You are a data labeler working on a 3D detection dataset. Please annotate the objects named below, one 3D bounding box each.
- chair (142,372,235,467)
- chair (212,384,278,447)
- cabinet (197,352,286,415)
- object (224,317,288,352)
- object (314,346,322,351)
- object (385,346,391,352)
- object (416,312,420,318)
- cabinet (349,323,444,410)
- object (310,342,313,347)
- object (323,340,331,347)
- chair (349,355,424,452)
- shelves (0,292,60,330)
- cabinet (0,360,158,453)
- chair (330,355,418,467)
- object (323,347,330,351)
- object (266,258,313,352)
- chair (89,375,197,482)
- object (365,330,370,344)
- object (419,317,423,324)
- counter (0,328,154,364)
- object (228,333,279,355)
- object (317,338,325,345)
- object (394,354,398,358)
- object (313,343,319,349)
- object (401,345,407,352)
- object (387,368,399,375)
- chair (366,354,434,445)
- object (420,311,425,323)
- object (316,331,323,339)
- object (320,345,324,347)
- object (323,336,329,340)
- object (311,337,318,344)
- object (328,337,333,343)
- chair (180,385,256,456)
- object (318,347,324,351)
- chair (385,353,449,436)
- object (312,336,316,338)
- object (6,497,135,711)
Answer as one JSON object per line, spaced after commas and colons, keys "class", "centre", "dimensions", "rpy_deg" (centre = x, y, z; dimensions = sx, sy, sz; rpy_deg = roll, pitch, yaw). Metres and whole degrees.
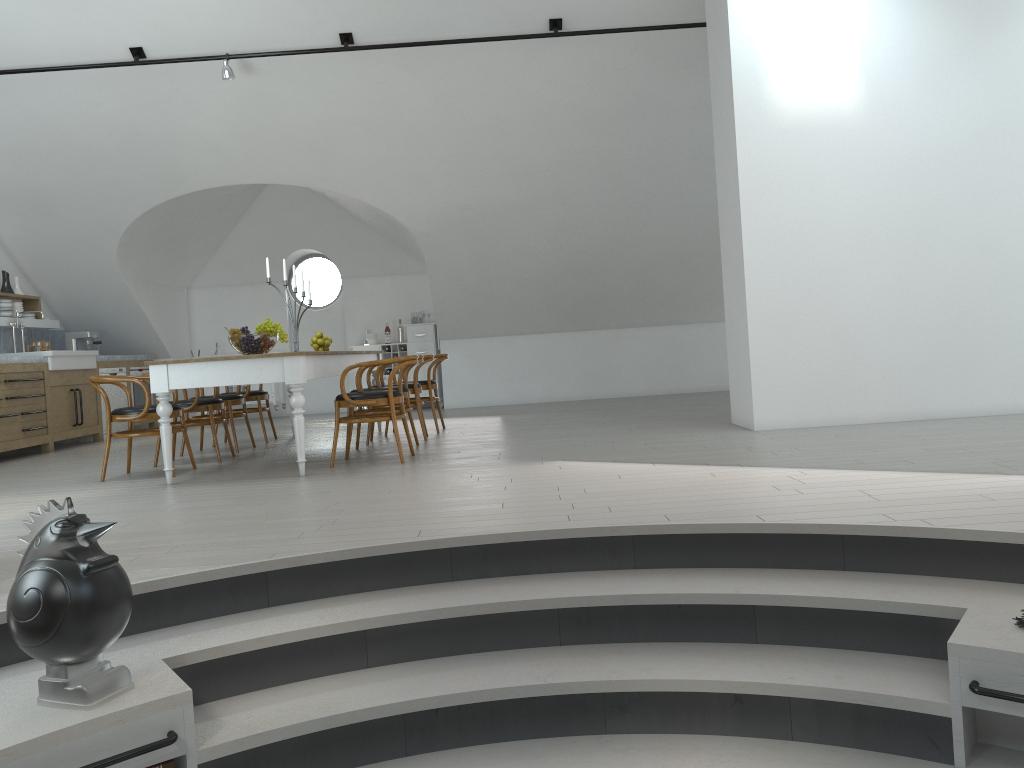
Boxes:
{"class": "chair", "centre": [-2.583, 0.256, 7.030], "dimensions": [0.621, 0.735, 0.527], "rpy_deg": [-4, 1, -3]}
{"class": "chair", "centre": [-2.624, 0.204, 8.482], "dimensions": [0.621, 0.735, 0.527], "rpy_deg": [-4, 1, -3]}
{"class": "cabinet", "centre": [-3.690, -0.008, 12.012], "dimensions": [1.134, 0.789, 0.497], "rpy_deg": [-4, 1, 0]}
{"class": "object", "centre": [-1.864, -0.345, 6.465], "dimensions": [0.394, 0.284, 0.292], "rpy_deg": [-5, 2, -35]}
{"class": "object", "centre": [-1.824, -0.331, 8.339], "dimensions": [0.080, 0.074, 0.078], "rpy_deg": [-5, 2, -45]}
{"class": "object", "centre": [-1.682, -0.477, 12.129], "dimensions": [0.092, 0.094, 0.359], "rpy_deg": [-4, 2, 1]}
{"class": "object", "centre": [-1.298, -0.906, 12.260], "dimensions": [0.054, 0.179, 0.054], "rpy_deg": [-4, 1, -5]}
{"class": "cabinet", "centre": [-1.570, -0.221, 12.186], "dimensions": [1.242, 1.153, 0.610], "rpy_deg": [-4, 1, 0]}
{"class": "object", "centre": [-1.867, -0.379, 8.340], "dimensions": [0.062, 0.059, 0.062], "rpy_deg": [-4, 1, 5]}
{"class": "object", "centre": [-1.731, -0.378, 8.293], "dimensions": [0.071, 0.072, 0.070], "rpy_deg": [-5, 2, -35]}
{"class": "chair", "centre": [-0.982, 0.154, 6.969], "dimensions": [0.621, 0.735, 0.527], "rpy_deg": [-4, 1, 0]}
{"class": "shelves", "centre": [-5.452, -1.239, 7.855], "dimensions": [0.480, 1.361, 5.552], "rpy_deg": [-4, 2, -5]}
{"class": "cabinet", "centre": [-5.100, 0.347, 8.302], "dimensions": [1.004, 1.021, 6.432], "rpy_deg": [-4, 2, 1]}
{"class": "chair", "centre": [-0.946, 0.179, 6.242], "dimensions": [0.621, 0.735, 0.527], "rpy_deg": [-4, 1, 4]}
{"class": "object", "centre": [-1.750, -0.329, 8.345], "dimensions": [0.063, 0.063, 0.064], "rpy_deg": [-3, 1, 12]}
{"class": "object", "centre": [-1.853, -0.679, 7.452], "dimensions": [0.266, 0.875, 0.774], "rpy_deg": [-4, 1, -25]}
{"class": "chair", "centre": [-2.648, 0.288, 6.306], "dimensions": [0.621, 0.735, 0.527], "rpy_deg": [-4, 1, 0]}
{"class": "object", "centre": [-2.018, -0.658, 12.361], "dimensions": [0.115, 0.209, 0.065], "rpy_deg": [-4, 1, 3]}
{"class": "object", "centre": [-1.251, -0.867, 12.207], "dimensions": [0.071, 0.098, 0.071], "rpy_deg": [-4, 1, 9]}
{"class": "counter", "centre": [-5.175, -0.473, 8.369], "dimensions": [0.961, 0.619, 6.579], "rpy_deg": [-4, 2, 1]}
{"class": "object", "centre": [-1.885, -0.281, 6.481], "dimensions": [0.360, 0.159, 0.360], "rpy_deg": [-4, 2, -19]}
{"class": "object", "centre": [-1.779, -0.393, 8.252], "dimensions": [0.071, 0.064, 0.072], "rpy_deg": [-4, 1, -6]}
{"class": "object", "centre": [-1.574, -0.374, 12.136], "dimensions": [0.085, 0.085, 0.331], "rpy_deg": [-4, 2, 0]}
{"class": "object", "centre": [-1.830, -0.352, 8.265], "dimensions": [0.059, 0.056, 0.059], "rpy_deg": [-4, 1, -5]}
{"class": "object", "centre": [-1.474, -0.486, 12.119], "dimensions": [0.087, 0.085, 0.360], "rpy_deg": [-4, 2, 1]}
{"class": "object", "centre": [-1.632, -0.175, 12.135], "dimensions": [0.156, 0.085, 0.331], "rpy_deg": [-4, 2, 2]}
{"class": "chair", "centre": [-0.961, 0.125, 7.697], "dimensions": [0.621, 0.735, 0.527], "rpy_deg": [-4, 1, -4]}
{"class": "object", "centre": [-1.237, -0.914, 12.277], "dimensions": [0.063, 0.187, 0.063], "rpy_deg": [-4, 1, -13]}
{"class": "object", "centre": [-1.805, -0.458, 8.313], "dimensions": [0.072, 0.074, 0.072], "rpy_deg": [-4, 1, 1]}
{"class": "object", "centre": [-1.779, -0.384, 8.389], "dimensions": [0.076, 0.076, 0.077], "rpy_deg": [-5, 2, -33]}
{"class": "object", "centre": [-1.750, -0.423, 8.321], "dimensions": [0.058, 0.057, 0.053], "rpy_deg": [-3, 1, 15]}
{"class": "object", "centre": [-1.843, -0.407, 8.287], "dimensions": [0.066, 0.071, 0.072], "rpy_deg": [-4, 2, -30]}
{"class": "object", "centre": [-1.726, -0.410, 8.373], "dimensions": [0.063, 0.063, 0.062], "rpy_deg": [-5, 2, -37]}
{"class": "chair", "centre": [-2.639, 0.232, 7.759], "dimensions": [0.621, 0.735, 0.527], "rpy_deg": [-4, 1, 4]}
{"class": "object", "centre": [-1.784, -0.317, 8.284], "dimensions": [0.050, 0.050, 0.051], "rpy_deg": [-4, 1, 4]}
{"class": "chair", "centre": [-0.888, 0.092, 8.419], "dimensions": [0.621, 0.735, 0.527], "rpy_deg": [-4, 1, 3]}
{"class": "object", "centre": [-1.858, -0.425, 8.372], "dimensions": [0.062, 0.059, 0.062], "rpy_deg": [-4, 1, 1]}
{"class": "object", "centre": [-1.245, 0.600, 2.501], "dimensions": [0.320, 0.562, 0.320], "rpy_deg": [-4, 1, -27]}
